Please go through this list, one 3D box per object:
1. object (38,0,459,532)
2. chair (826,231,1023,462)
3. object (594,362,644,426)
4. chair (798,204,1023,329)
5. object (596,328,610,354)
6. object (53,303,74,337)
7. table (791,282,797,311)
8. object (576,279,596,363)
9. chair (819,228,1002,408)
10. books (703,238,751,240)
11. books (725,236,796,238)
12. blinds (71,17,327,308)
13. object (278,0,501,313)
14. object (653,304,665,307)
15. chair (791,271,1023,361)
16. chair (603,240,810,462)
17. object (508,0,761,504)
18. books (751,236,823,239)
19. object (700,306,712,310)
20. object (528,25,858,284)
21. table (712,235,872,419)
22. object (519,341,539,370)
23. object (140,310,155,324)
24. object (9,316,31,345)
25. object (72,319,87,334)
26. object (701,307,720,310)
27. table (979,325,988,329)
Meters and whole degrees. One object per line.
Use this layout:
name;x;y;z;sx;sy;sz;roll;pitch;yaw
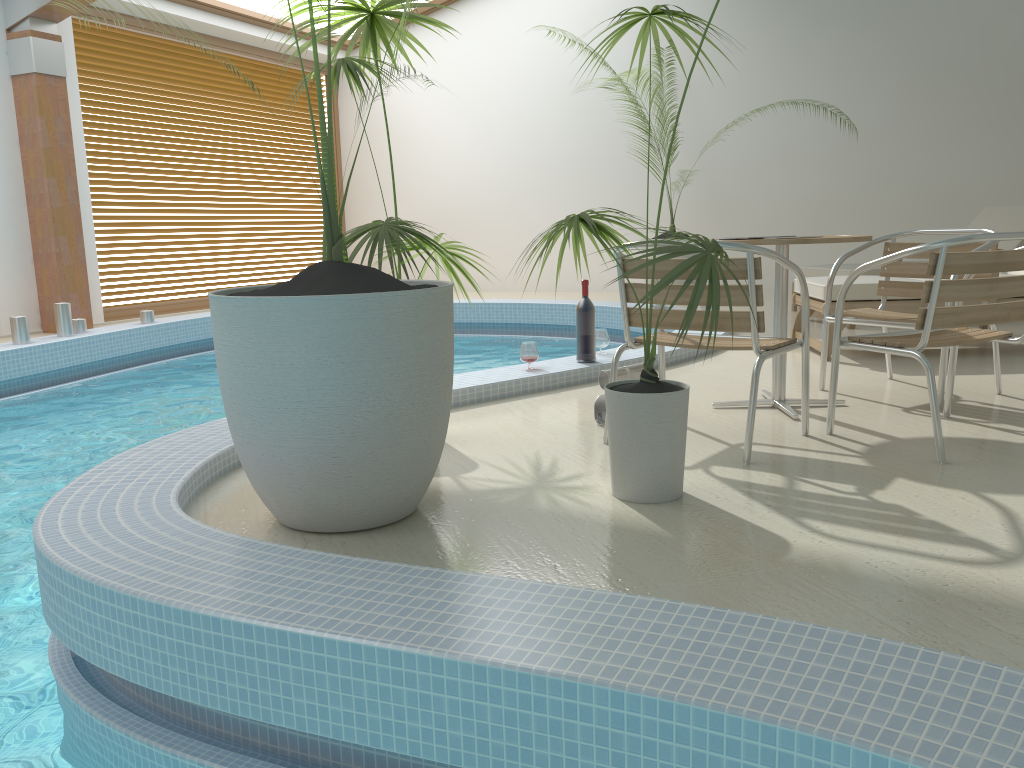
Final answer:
object;-0.461;-1.127;2.483;2.979;2.960;2.729;7;13;42
chair;1.533;-0.172;3.158;0.618;0.727;0.563;-6;11;-22
object;0.455;0.037;3.646;0.272;0.223;0.081;-11;14;-44
chair;3.291;-0.945;6.923;1.903;0.866;0.861;-4;10;-12
object;0.502;-0.243;5.028;0.102;0.137;0.102;5;12;34
object;-3.425;-0.491;6.777;0.115;0.254;0.115;-6;11;-24
table;2.652;-0.757;7.734;0.283;0.255;0.320;-4;10;-12
object;0.390;-0.334;4.695;0.109;0.435;0.109;-7;11;-29
chair;1.792;-0.323;3.980;0.563;0.727;0.618;-8;12;-32
books;0.916;-0.608;3.711;0.241;0.004;0.166;-6;11;-23
books;1.021;-0.606;3.661;0.241;0.004;0.166;-6;11;-23
blinds;-3.477;-2.407;10.369;0.095;2.921;4.414;3;11;25
object;-0.484;-0.633;3.365;0.791;1.695;1.059;0;10;12
object;1.273;-0.694;7.683;0.140;0.069;0.140;-3;10;-5
chair;2.719;-0.638;5.257;1.903;0.866;0.861;-1;10;4
chair;0.714;-0.164;3.250;0.618;0.727;0.563;6;12;37
object;0.467;-0.509;2.493;0.791;1.695;1.059;-7;11;-28
books;1.117;-0.597;3.617;0.241;0.004;0.166;-6;11;-23
object;1.736;-0.660;7.873;0.140;0.069;0.140;-3;10;-5
object;1.790;-2.358;9.160;2.979;2.960;2.729;-3;10;-10
table;1.140;-0.257;3.769;0.700;0.720;0.700;8;14;44
object;0.088;-0.146;4.547;0.102;0.137;0.102;5;12;34
object;-3.151;-0.579;7.664;0.115;0.107;0.115;-4;10;-15
object;-3.532;-0.387;6.368;0.115;0.194;0.115;-6;11;-24
object;-3.432;-0.459;7.025;0.115;0.107;0.115;-4;10;-15
object;1.527;-0.549;6.813;0.140;0.069;0.140;-3;10;-5
table;2.970;-0.454;5.943;0.283;0.255;0.320;-1;10;4
